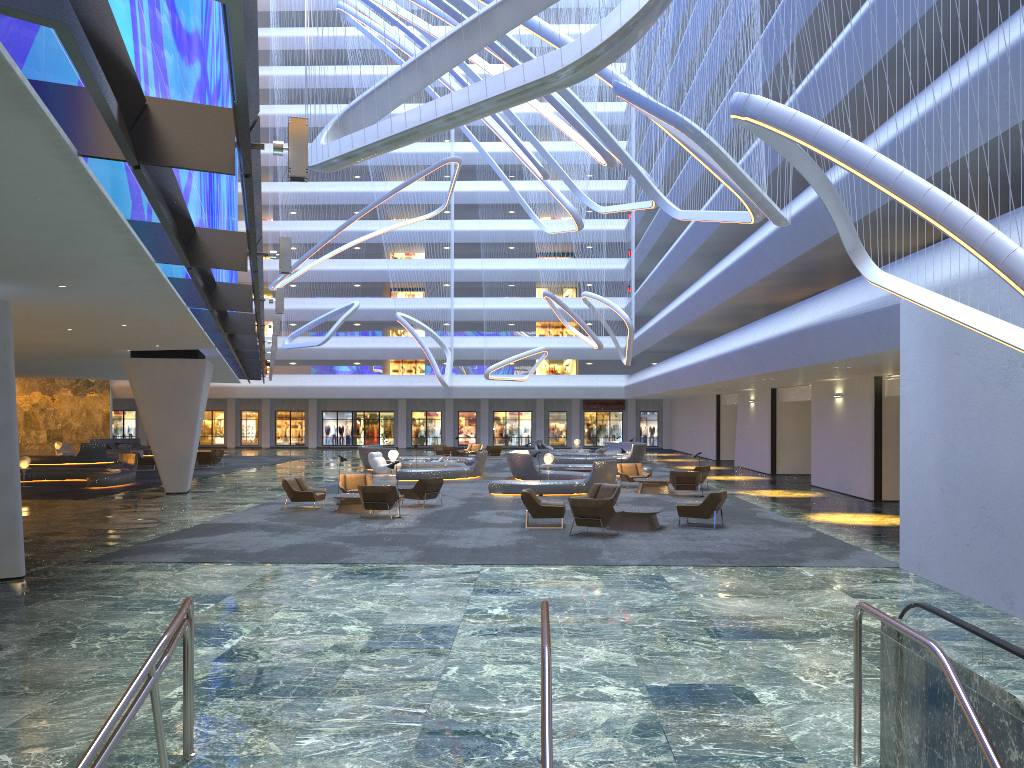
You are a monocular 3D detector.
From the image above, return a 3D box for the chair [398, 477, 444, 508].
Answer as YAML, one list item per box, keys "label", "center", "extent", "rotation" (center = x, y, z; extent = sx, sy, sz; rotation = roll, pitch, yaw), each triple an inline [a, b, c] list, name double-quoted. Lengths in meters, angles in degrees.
- label: "chair"
  center: [-2.292, 2.759, 22.689]
  extent: [0.939, 0.766, 0.930]
  rotation: [-1, -1, 35]

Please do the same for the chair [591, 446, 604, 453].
- label: "chair"
  center: [4.751, 3.602, 46.453]
  extent: [0.939, 0.766, 0.930]
  rotation: [-1, -1, 35]

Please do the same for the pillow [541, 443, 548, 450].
- label: "pillow"
  center: [1.781, 3.422, 48.477]
  extent: [0.315, 0.386, 0.785]
  rotation: [0, -2, 17]

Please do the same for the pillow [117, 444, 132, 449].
- label: "pillow"
  center: [-21.575, 3.471, 49.204]
  extent: [0.692, 0.262, 0.877]
  rotation: [0, -2, -8]

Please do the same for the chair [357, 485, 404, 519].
- label: "chair"
  center: [-3.018, 2.673, 20.259]
  extent: [0.929, 0.766, 0.939]
  rotation: [0, -1, 8]

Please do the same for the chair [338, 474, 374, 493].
- label: "chair"
  center: [-4.113, 2.782, 23.426]
  extent: [0.929, 0.766, 0.939]
  rotation: [0, -1, -15]

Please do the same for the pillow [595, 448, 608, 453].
- label: "pillow"
  center: [4.559, 3.379, 45.104]
  extent: [0.692, 0.262, 0.877]
  rotation: [1, -2, -36]

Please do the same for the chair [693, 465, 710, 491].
- label: "chair"
  center: [5.738, 2.963, 28.075]
  extent: [0.939, 0.766, 0.930]
  rotation: [-1, -1, 35]

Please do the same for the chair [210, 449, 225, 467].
- label: "chair"
  center: [-13.548, 3.343, 40.033]
  extent: [0.929, 0.766, 0.939]
  rotation: [-1, -2, 40]

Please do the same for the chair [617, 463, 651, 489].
- label: "chair"
  center: [3.917, 2.985, 28.812]
  extent: [0.929, 0.766, 0.939]
  rotation: [0, -1, -15]

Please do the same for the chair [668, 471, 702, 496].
- label: "chair"
  center: [5.012, 2.877, 25.644]
  extent: [0.929, 0.766, 0.939]
  rotation: [0, -1, 8]

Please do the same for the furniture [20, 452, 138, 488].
- label: "furniture"
  center: [-17.395, 2.854, 30.097]
  extent: [9.926, 0.969, 5.188]
  rotation: [-1, -2, 19]

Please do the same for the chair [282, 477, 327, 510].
- label: "chair"
  center: [-5.178, 2.732, 22.079]
  extent: [0.938, 0.766, 0.930]
  rotation: [0, -1, 10]

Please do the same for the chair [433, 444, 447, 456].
- label: "chair"
  center: [-3.700, 3.623, 47.508]
  extent: [0.929, 0.766, 0.939]
  rotation: [1, -2, -45]

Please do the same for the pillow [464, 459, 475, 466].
- label: "pillow"
  center: [-1.396, 2.964, 33.529]
  extent: [0.692, 0.262, 0.877]
  rotation: [0, -2, 10]

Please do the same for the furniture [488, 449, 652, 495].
- label: "furniture"
  center: [1.618, 2.903, 30.381]
  extent: [5.185, 0.969, 9.932]
  rotation: [-1, -2, 19]

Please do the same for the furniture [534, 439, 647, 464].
- label: "furniture"
  center: [3.870, 3.428, 45.356]
  extent: [5.185, 0.969, 9.932]
  rotation: [0, -2, -2]

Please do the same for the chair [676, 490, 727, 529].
- label: "chair"
  center: [4.020, 2.634, 18.745]
  extent: [0.939, 0.766, 0.930]
  rotation: [0, -1, 26]

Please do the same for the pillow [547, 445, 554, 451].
- label: "pillow"
  center: [1.996, 3.524, 48.762]
  extent: [0.874, 0.280, 0.685]
  rotation: [-1, -2, 39]

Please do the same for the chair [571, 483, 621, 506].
- label: "chair"
  center: [1.945, 2.681, 20.204]
  extent: [0.939, 0.766, 0.929]
  rotation: [1, -2, -37]

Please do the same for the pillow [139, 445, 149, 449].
- label: "pillow"
  center: [-20.719, 3.559, 49.856]
  extent: [0.443, 0.207, 0.445]
  rotation: [0, -2, -12]

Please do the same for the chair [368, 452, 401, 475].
- label: "chair"
  center: [-4.993, 3.119, 34.802]
  extent: [1.157, 0.882, 0.729]
  rotation: [0, -1, 21]

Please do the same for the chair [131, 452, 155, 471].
- label: "chair"
  center: [-15.516, 3.244, 37.319]
  extent: [0.939, 0.766, 0.930]
  rotation: [1, -1, -27]

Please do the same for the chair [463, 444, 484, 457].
- label: "chair"
  center: [-2.053, 3.643, 47.996]
  extent: [0.929, 0.766, 0.939]
  rotation: [0, -1, 20]

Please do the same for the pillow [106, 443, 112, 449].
- label: "pillow"
  center: [-22.220, 3.398, 48.486]
  extent: [0.315, 0.386, 0.785]
  rotation: [0, -2, 18]

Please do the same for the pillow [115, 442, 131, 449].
- label: "pillow"
  center: [-21.681, 3.433, 49.370]
  extent: [0.317, 0.366, 0.775]
  rotation: [-1, -2, 43]

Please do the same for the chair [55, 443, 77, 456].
- label: "chair"
  center: [-22.546, 3.435, 44.830]
  extent: [0.729, 0.882, 1.157]
  rotation: [1, -1, -44]

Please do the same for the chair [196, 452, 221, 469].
- label: "chair"
  center: [-13.108, 3.277, 38.118]
  extent: [0.929, 0.766, 0.939]
  rotation: [0, -1, 0]

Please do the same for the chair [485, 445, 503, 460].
- label: "chair"
  center: [-0.989, 3.587, 46.345]
  extent: [0.929, 0.766, 0.939]
  rotation: [1, -1, -20]

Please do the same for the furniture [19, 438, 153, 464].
- label: "furniture"
  center: [-20.888, 3.390, 45.629]
  extent: [5.185, 0.969, 9.932]
  rotation: [-1, -2, 19]

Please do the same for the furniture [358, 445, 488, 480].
- label: "furniture"
  center: [-3.807, 3.095, 36.225]
  extent: [5.185, 0.969, 9.932]
  rotation: [0, -2, -6]

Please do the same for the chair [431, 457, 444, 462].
- label: "chair"
  center: [-3.751, 3.451, 38.810]
  extent: [1.785, 0.501, 0.585]
  rotation: [1, -2, -34]

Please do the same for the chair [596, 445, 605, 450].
- label: "chair"
  center: [5.242, 3.684, 48.756]
  extent: [0.939, 0.766, 0.929]
  rotation: [1, -2, -39]

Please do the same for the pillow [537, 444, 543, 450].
- label: "pillow"
  center: [1.572, 3.445, 48.449]
  extent: [0.295, 0.369, 0.769]
  rotation: [0, -2, 14]

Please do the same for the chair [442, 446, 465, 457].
- label: "chair"
  center: [-2.983, 3.529, 44.776]
  extent: [0.929, 0.766, 0.939]
  rotation: [-1, -2, 43]
